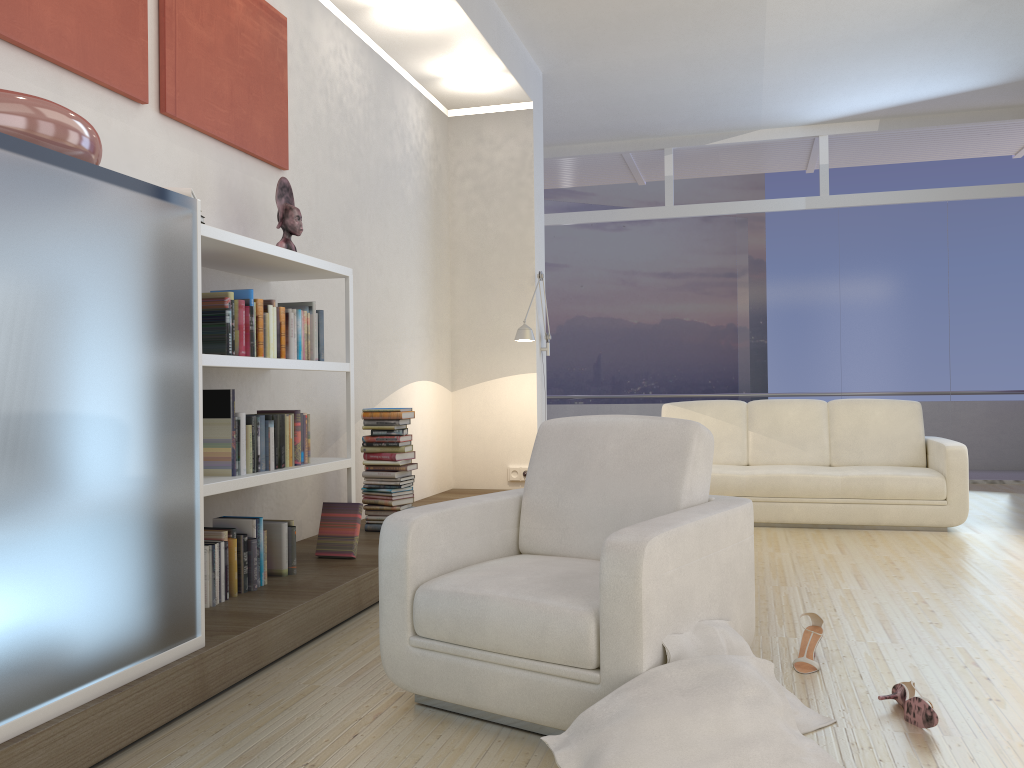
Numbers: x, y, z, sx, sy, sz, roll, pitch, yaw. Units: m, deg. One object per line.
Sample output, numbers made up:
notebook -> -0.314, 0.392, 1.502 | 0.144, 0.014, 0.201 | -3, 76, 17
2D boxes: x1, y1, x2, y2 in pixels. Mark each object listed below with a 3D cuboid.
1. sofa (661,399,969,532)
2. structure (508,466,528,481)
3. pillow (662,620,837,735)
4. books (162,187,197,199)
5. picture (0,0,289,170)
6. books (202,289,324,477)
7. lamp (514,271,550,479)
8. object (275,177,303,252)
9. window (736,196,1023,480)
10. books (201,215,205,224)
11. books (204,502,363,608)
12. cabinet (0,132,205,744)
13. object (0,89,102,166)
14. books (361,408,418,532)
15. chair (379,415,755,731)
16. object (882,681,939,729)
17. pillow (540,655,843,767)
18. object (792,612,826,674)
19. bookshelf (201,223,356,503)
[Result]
sofa -> 2.002, 0.543, 6.401 | 2.166, 0.862, 0.941 | -1, 0, 15
structure -> 0.069, 0.712, 7.019 | 0.206, 0.114, 0.028 | -1, 0, 15
pillow -> 0.598, 0.812, 2.389 | 0.312, 0.315, 0.615 | -1, -1, 42
books -> -1.325, -0.678, 3.236 | 0.319, 0.038, 0.247 | -1, 0, -14
picture -> -1.595, -1.514, 3.054 | 0.030, 0.794, 3.227 | -1, 0, 15
books -> -1.073, -0.010, 3.797 | 0.215, 0.743, 0.831 | -1, 0, 15
lamp -> 0.141, 0.036, 6.774 | 0.204, 1.841, 0.891 | -1, 0, 11
object -> -1.059, -0.770, 4.171 | 0.133, 0.409, 0.138 | 0, -1, -28
window -> 3.772, -0.422, 8.749 | 2.988, 2.706, 0.012 | -1, 0, 15
books -> -1.305, -0.618, 3.235 | 0.287, 0.025, 0.247 | -1, 0, -1
books -> -1.039, 0.690, 3.815 | 0.274, 0.281, 1.125 | -1, 0, 22
cabinet -> -1.514, 0.123, 2.052 | 0.689, 1.396, 1.670 | -1, 0, 15
object -> -1.421, -0.675, 2.441 | 0.534, 0.206, 0.546 | 0, -1, -38
books -> -0.693, 0.486, 5.098 | 0.329, 0.694, 0.270 | -1, 0, 15
chair -> 0.215, 0.521, 2.865 | 0.919, 0.828, 0.941 | -1, -1, 35
object -> 1.131, 0.916, 2.553 | 0.121, 0.091, 0.287 | -1, 0, 14
pillow -> 0.450, 0.846, 2.138 | 0.712, 0.287, 0.299 | -1, 0, -22
object -> 1.022, 0.884, 3.052 | 0.089, 0.149, 0.265 | -1, 0, 28
bookshelf -> -1.203, 0.131, 3.642 | 0.465, 1.396, 1.599 | -1, 0, 15
